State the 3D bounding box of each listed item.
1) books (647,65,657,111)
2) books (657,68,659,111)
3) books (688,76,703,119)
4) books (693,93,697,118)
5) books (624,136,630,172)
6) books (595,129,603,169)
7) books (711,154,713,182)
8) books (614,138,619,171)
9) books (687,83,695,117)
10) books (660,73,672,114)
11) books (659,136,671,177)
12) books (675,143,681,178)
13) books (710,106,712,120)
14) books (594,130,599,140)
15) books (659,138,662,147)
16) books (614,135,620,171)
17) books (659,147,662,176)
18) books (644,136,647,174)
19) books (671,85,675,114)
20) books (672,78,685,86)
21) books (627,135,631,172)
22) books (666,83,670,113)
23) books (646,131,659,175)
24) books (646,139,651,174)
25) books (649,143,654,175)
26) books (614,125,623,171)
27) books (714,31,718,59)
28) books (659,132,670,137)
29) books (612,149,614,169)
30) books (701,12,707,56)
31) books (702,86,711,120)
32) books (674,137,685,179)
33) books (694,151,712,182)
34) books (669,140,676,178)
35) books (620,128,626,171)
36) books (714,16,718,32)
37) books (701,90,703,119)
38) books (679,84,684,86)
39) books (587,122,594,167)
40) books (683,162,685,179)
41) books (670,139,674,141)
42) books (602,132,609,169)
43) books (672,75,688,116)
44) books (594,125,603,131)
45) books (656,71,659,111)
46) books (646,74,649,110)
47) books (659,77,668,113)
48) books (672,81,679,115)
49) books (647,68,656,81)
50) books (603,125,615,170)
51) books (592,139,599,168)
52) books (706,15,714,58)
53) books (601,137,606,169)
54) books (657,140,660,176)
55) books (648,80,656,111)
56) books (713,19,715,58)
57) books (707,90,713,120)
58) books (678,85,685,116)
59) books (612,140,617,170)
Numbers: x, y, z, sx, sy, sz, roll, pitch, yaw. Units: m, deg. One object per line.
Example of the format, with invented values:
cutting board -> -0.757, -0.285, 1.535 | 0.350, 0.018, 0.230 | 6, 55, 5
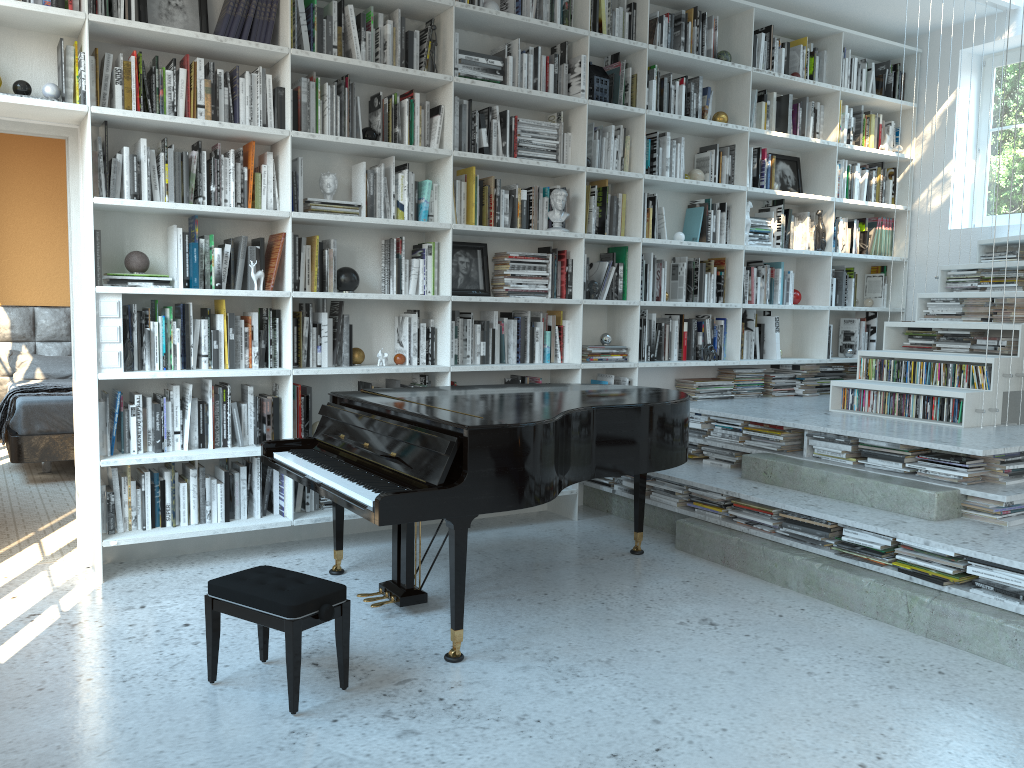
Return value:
books -> 0.822, -1.763, 5.381 | 0.014, 0.307, 0.152 | -2, 6, -31
books -> 0.846, -1.760, 5.413 | 0.021, 0.296, 0.138 | -2, 6, -31
books -> 1.114, -1.760, 5.547 | 0.029, 0.285, 0.183 | -2, 6, -31
books -> 1.083, -1.709, 5.549 | 0.027, 0.182, 0.176 | -2, 6, -31
books -> 0.636, -1.351, 5.296 | 0.028, 0.230, 0.176 | -2, 6, -31
books -> 0.470, -1.358, 5.219 | 0.028, 0.250, 0.164 | -2, 6, -31
books -> 1.234, -1.361, 5.692 | 0.005, 0.205, 0.153 | -2, 6, -31
books -> 0.573, -1.341, 5.270 | 0.029, 0.211, 0.157 | -2, 6, -31
books -> 1.061, -1.736, 5.527 | 0.030, 0.238, 0.185 | -2, 6, -31
books -> 0.929, -1.756, 5.466 | 0.013, 0.284, 0.154 | -2, 6, -31
books -> 0.900, -1.377, 5.454 | 0.030, 0.263, 0.182 | -2, 6, -31
books -> 0.978, -1.366, 5.523 | 0.021, 0.232, 0.182 | -2, 6, -31
books -> 1.210, -1.738, 5.643 | 0.026, 0.229, 0.140 | -2, 6, -31
books -> 0.452, -1.354, 5.215 | 0.024, 0.243, 0.159 | -2, 6, -31
books -> 0.870, -1.375, 5.464 | 0.011, 0.257, 0.131 | -2, 6, -31
books -> 0.585, -1.353, 5.284 | 0.024, 0.234, 0.149 | -2, 6, -31
books -> 0.857, -1.343, 5.453 | 0.025, 0.194, 0.170 | -2, 6, -31
books -> 0.750, -1.366, 5.378 | 0.014, 0.248, 0.176 | -2, 6, -31
books -> 0.945, -1.723, 5.477 | 0.025, 0.216, 0.144 | -2, 6, -31
books -> 1.014, -1.748, 5.504 | 0.012, 0.265, 0.156 | -2, 6, -31
books -> 0.644, -1.357, 5.319 | 0.026, 0.238, 0.173 | -2, 6, -31
books -> 0.909, -1.726, 5.461 | 0.028, 0.224, 0.142 | -2, 6, -31
books -> 0.830, -1.384, 5.414 | 0.014, 0.281, 0.177 | -2, 6, -31
books -> 0.787, -1.362, 5.411 | 0.013, 0.236, 0.157 | -2, 6, -31
books -> 0.802, -1.352, 5.424 | 0.026, 0.216, 0.161 | -2, 6, -31
books -> 0.600, -1.384, 5.292 | 0.028, 0.294, 0.154 | -2, 6, -31
books -> 1.226, -2.092, 5.591 | 0.014, 0.209, 0.188 | -2, 6, -31
books -> 0.912, -1.396, 5.489 | 0.027, 0.295, 0.159 | -2, 6, -31
books -> 0.540, -1.331, 5.247 | 0.024, 0.195, 0.172 | -2, 6, -31
books -> 1.145, -2.139, 5.538 | 0.008, 0.307, 0.182 | -2, 6, -31
books -> 1.173, -1.738, 5.589 | 0.054, 0.235, 0.171 | -2, 6, -31
books -> 1.004, -1.385, 5.523 | 0.024, 0.272, 0.169 | -2, 6, -31
books -> 1.223, -1.369, 5.689 | 0.015, 0.220, 0.139 | -2, 6, -31
books -> 0.941, -1.370, 5.492 | 0.025, 0.245, 0.183 | -2, 6, -31
books -> 0.614, -1.376, 5.299 | 0.025, 0.277, 0.172 | -2, 6, -31
books -> 1.235, -2.141, 5.593 | 0.006, 0.306, 0.163 | -2, 6, -31
books -> 1.131, -1.726, 5.579 | 0.030, 0.213, 0.156 | -2, 6, -31
books -> 1.004, -1.727, 5.498 | 0.011, 0.222, 0.159 | -2, 6, -31
books -> 0.425, -1.375, 5.197 | 0.018, 0.285, 0.159 | -2, 6, -31
books -> 1.025, -1.379, 5.564 | 0.034, 0.254, 0.160 | -2, 6, -31
books -> 0.952, -1.381, 5.521 | 0.024, 0.262, 0.133 | -2, 6, -31
books -> 0.507, -1.352, 5.237 | 0.023, 0.236, 0.178 | -2, 6, -31
books -> 1.033, -1.760, 5.530 | 0.012, 0.285, 0.159 | -2, 6, -31
books -> 0.482, -1.372, 5.226 | 0.019, 0.275, 0.145 | -2, 6, -31
books -> 0.832, -1.744, 5.388 | 0.010, 0.269, 0.165 | -2, 6, -31
books -> 0.769, -1.730, 5.360 | 0.026, 0.243, 0.148 | -2, 6, -31
books -> 0.885, -1.732, 5.420 | 0.027, 0.242, 0.160 | -2, 6, -31
books -> 0.972, -1.733, 5.479 | 0.023, 0.237, 0.149 | -2, 6, -31
books -> 0.808, -1.751, 5.380 | 0.011, 0.283, 0.172 | -2, 6, -31
books -> 0.533, -1.370, 5.225 | 0.028, 0.275, 0.186 | -2, 6, -31
books -> 0.446, -1.324, 5.190 | 0.028, 0.186, 0.181 | -2, 6, -31
books -> 1.192, -2.135, 5.568 | 0.013, 0.297, 0.188 | -2, 6, -31
books -> 0.491, -1.338, 5.234 | 0.023, 0.207, 0.170 | -2, 6, -31
books -> 0.842, -1.363, 5.431 | 0.022, 0.238, 0.164 | -2, 6, -31
books -> 0.800, -1.712, 5.360 | 0.026, 0.208, 0.181 | -2, 6, -31
books -> 1.204, -2.126, 5.569 | 0.008, 0.279, 0.180 | -2, 6, -31
books -> 1.188, -1.730, 5.610 | 0.048, 0.217, 0.182 | -2, 6, -31
books -> 0.998, -1.719, 5.479 | 0.021, 0.209, 0.180 | -2, 6, -31
books -> 0.555, -1.333, 5.259 | 0.027, 0.197, 0.185 | -2, 6, -31
